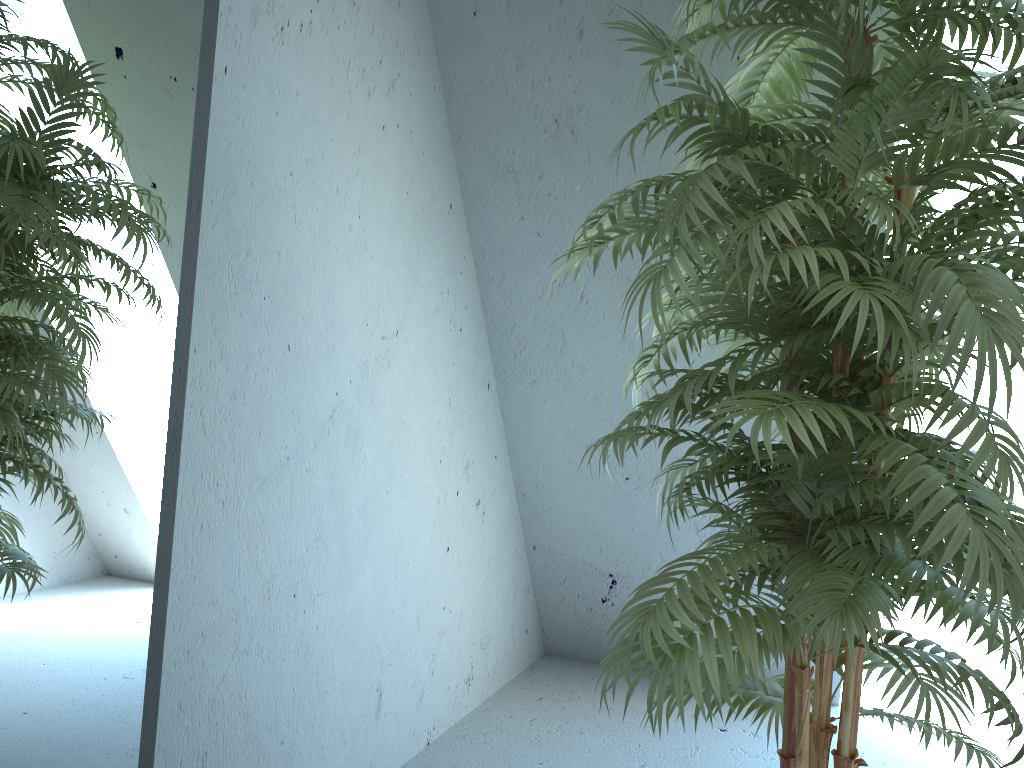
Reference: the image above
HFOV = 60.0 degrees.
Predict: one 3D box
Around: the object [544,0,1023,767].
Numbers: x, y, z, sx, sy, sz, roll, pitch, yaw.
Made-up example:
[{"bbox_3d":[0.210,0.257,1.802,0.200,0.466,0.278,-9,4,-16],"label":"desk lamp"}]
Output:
[{"bbox_3d":[0.559,0.061,1.508,0.980,2.034,1.020,5,-1,-21],"label":"object"}]
